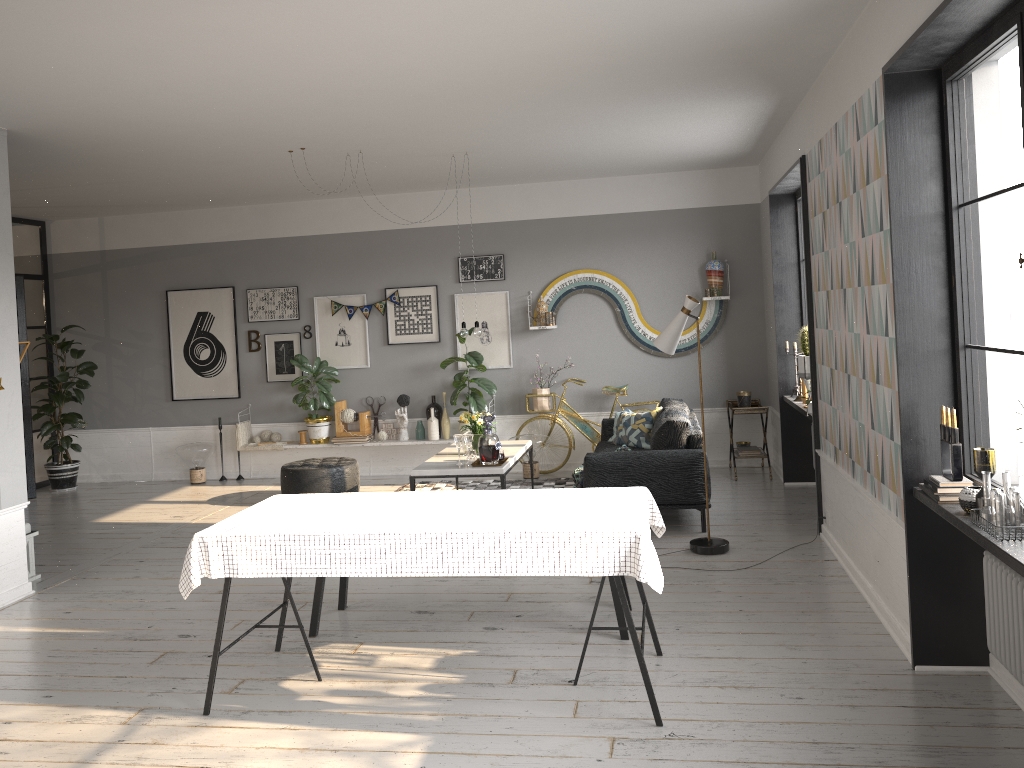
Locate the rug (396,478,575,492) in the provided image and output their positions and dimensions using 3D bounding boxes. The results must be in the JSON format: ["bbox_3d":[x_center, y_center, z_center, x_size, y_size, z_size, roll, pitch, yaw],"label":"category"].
[{"bbox_3d":[-0.386,1.058,7.557,1.769,0.034,2.534,-2,4,10],"label":"rug"}]

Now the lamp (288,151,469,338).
[{"bbox_3d":[-1.052,-1.101,7.142,1.397,1.535,0.074,-4,1,-21],"label":"lamp"}]

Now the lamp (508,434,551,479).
[{"bbox_3d":[0.181,0.724,8.832,0.432,0.437,0.434,-1,3,40],"label":"lamp"}]

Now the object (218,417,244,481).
[{"bbox_3d":[-3.086,0.701,9.681,0.279,0.700,0.092,-3,0,2],"label":"object"}]

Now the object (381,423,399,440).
[{"bbox_3d":[-1.271,0.501,9.417,0.264,0.173,0.078,-2,1,15],"label":"object"}]

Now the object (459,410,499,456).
[{"bbox_3d":[-0.281,0.399,7.294,0.324,0.351,0.353,-3,2,12],"label":"object"}]

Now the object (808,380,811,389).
[{"bbox_3d":[2.349,0.052,6.713,0.213,0.282,0.234,-4,2,-16],"label":"object"}]

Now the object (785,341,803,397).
[{"bbox_3d":[2.454,-0.130,7.703,0.162,0.490,0.144,-4,1,-44],"label":"object"}]

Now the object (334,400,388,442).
[{"bbox_3d":[-1.578,0.392,9.355,0.545,0.439,0.239,-3,1,10],"label":"object"}]

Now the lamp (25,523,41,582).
[{"bbox_3d":[-3.416,1.111,5.967,0.286,0.477,0.287,-3,1,9],"label":"lamp"}]

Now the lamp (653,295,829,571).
[{"bbox_3d":[1.443,0.259,5.709,1.246,1.701,0.681,-3,1,8],"label":"lamp"}]

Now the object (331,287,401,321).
[{"bbox_3d":[-1.596,-0.848,9.490,0.913,0.339,0.057,-2,1,9],"label":"object"}]

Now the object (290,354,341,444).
[{"bbox_3d":[-2.071,0.151,9.372,0.510,0.962,0.546,-3,1,-5],"label":"object"}]

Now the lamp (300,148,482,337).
[{"bbox_3d":[-0.939,-1.101,7.062,1.397,1.535,0.074,-4,1,-21],"label":"lamp"}]

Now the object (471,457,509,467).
[{"bbox_3d":[-0.167,0.599,6.785,0.246,0.015,0.319,-2,4,10],"label":"object"}]

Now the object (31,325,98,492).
[{"bbox_3d":[-5.091,0.386,8.073,1.010,1.791,3.908,-3,4,9],"label":"object"}]

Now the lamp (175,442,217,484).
[{"bbox_3d":[-3.415,0.858,9.595,0.432,0.437,0.434,-2,3,31],"label":"lamp"}]

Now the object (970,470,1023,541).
[{"bbox_3d":[1.689,0.412,3.029,0.153,0.192,0.269,-3,3,10],"label":"object"}]

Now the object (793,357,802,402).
[{"bbox_3d":[2.404,-0.047,7.383,0.123,0.375,0.123,-3,1,14],"label":"object"}]

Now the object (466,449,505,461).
[{"bbox_3d":[-0.208,0.561,6.911,0.279,0.087,0.246,-4,4,-12],"label":"object"}]

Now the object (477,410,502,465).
[{"bbox_3d":[-0.177,0.403,6.718,0.155,0.417,0.148,-3,1,29],"label":"object"}]

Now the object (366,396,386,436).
[{"bbox_3d":[-1.450,0.362,9.481,0.221,0.463,0.019,-3,0,10],"label":"object"}]

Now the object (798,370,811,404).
[{"bbox_3d":[2.325,-0.016,6.875,0.134,0.409,0.664,-3,3,11],"label":"object"}]

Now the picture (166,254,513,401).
[{"bbox_3d":[-3.944,-0.390,7.868,7.288,1.793,4.051,-2,4,10],"label":"picture"}]

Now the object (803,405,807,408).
[{"bbox_3d":[2.323,0.135,6.867,0.123,0.099,0.123,-1,3,32],"label":"object"}]

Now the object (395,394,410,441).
[{"bbox_3d":[-1.141,0.349,9.297,0.155,0.483,0.136,-3,1,9],"label":"object"}]

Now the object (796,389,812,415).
[{"bbox_3d":[2.146,0.135,6.274,0.246,0.203,0.171,-2,2,12],"label":"object"}]

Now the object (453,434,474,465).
[{"bbox_3d":[-0.369,0.505,6.805,0.167,0.227,0.082,-2,1,21],"label":"object"}]

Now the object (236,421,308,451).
[{"bbox_3d":[-2.549,0.552,9.525,0.784,0.306,0.330,-2,3,10],"label":"object"}]

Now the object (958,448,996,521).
[{"bbox_3d":[1.718,0.359,3.275,0.115,0.256,0.195,-3,2,20],"label":"object"}]

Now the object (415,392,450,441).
[{"bbox_3d":[-0.833,0.333,9.230,0.286,0.488,0.331,-4,2,-30],"label":"object"}]

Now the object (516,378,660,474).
[{"bbox_3d":[0.824,0.419,8.927,1.625,0.969,0.427,-3,1,1],"label":"object"}]

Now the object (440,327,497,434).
[{"bbox_3d":[-0.441,-0.011,9.125,0.417,1.149,0.566,-4,1,-41],"label":"object"}]

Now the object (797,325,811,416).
[{"bbox_3d":[2.187,-0.113,6.438,0.229,0.670,0.235,-3,1,-20],"label":"object"}]
